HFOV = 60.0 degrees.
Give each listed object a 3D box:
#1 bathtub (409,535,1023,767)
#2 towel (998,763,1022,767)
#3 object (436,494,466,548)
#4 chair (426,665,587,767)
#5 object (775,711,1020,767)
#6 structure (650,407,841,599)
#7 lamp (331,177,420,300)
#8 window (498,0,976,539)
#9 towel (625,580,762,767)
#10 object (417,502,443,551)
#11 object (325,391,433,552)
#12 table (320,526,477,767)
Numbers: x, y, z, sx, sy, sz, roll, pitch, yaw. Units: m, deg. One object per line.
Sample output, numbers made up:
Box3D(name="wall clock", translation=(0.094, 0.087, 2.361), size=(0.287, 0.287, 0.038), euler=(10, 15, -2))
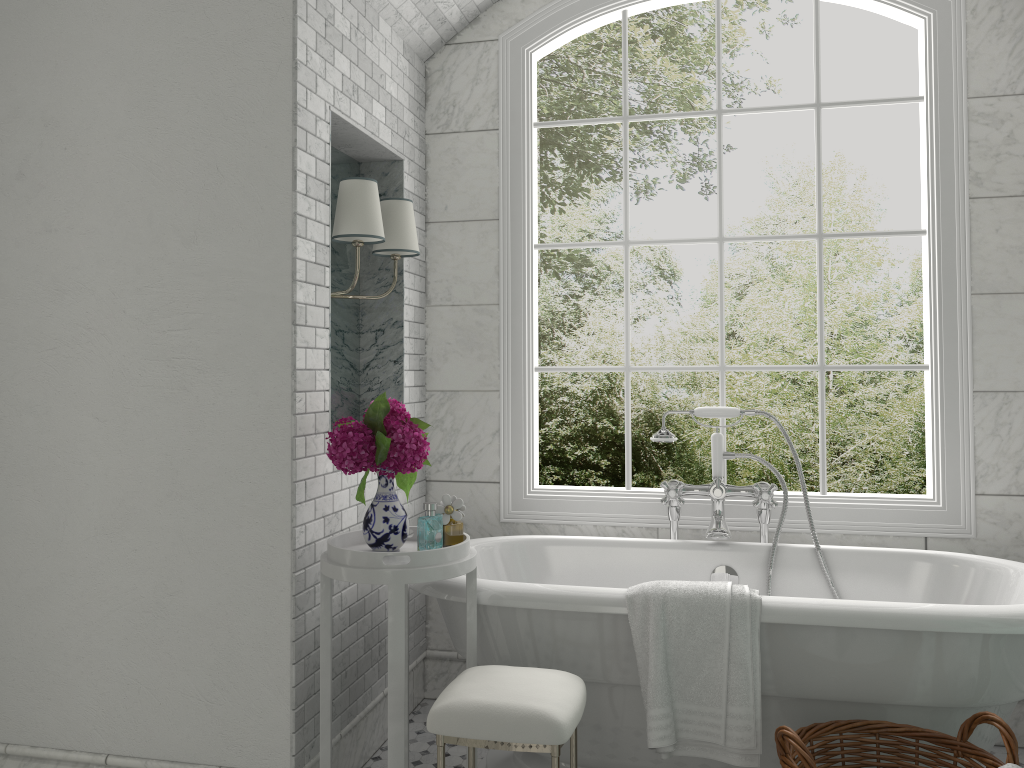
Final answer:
Box3D(name="bathtub", translation=(0.696, 0.971, 2.883), size=(2.165, 0.759, 0.941), euler=(0, 0, 13))
Box3D(name="towel", translation=(0.932, 1.092, 2.018), size=(0.382, 0.470, 0.460), euler=(0, -1, -38))
Box3D(name="object", translation=(-0.173, 0.408, 2.608), size=(0.084, 0.168, 0.097), euler=(-1, -1, 34))
Box3D(name="chair", translation=(-0.004, 1.060, 2.257), size=(0.371, 0.603, 0.366), euler=(0, -1, 13))
Box3D(name="object", translation=(0.894, 1.076, 2.063), size=(0.518, 0.571, 0.519), euler=(-1, -1, 45))
Box3D(name="structure", translation=(0.871, 0.731, 3.220), size=(0.779, 1.287, 0.340), euler=(-1, -2, 23))
Box3D(name="lamp", translation=(-0.547, -0.509, 3.233), size=(0.308, 0.384, 0.547), euler=(0, 0, 13))
Box3D(name="window", translation=(0.850, -0.584, 3.607), size=(1.831, 2.326, 0.118), euler=(0, -2, 13))
Box3D(name="towel", translation=(0.521, 0.792, 2.525), size=(0.374, 0.464, 0.453), euler=(0, -1, 15))
Box3D(name="object", translation=(-0.233, 0.416, 2.524), size=(0.058, 0.154, 0.085), euler=(-1, -1, 33))
Box3D(name="object", translation=(-0.386, 0.257, 2.621), size=(0.332, 0.472, 0.295), euler=(0, -1, 15))
Box3D(name="table", translation=(-0.326, 0.903, 2.567), size=(0.449, 0.907, 0.449), euler=(0, -1, -25))
